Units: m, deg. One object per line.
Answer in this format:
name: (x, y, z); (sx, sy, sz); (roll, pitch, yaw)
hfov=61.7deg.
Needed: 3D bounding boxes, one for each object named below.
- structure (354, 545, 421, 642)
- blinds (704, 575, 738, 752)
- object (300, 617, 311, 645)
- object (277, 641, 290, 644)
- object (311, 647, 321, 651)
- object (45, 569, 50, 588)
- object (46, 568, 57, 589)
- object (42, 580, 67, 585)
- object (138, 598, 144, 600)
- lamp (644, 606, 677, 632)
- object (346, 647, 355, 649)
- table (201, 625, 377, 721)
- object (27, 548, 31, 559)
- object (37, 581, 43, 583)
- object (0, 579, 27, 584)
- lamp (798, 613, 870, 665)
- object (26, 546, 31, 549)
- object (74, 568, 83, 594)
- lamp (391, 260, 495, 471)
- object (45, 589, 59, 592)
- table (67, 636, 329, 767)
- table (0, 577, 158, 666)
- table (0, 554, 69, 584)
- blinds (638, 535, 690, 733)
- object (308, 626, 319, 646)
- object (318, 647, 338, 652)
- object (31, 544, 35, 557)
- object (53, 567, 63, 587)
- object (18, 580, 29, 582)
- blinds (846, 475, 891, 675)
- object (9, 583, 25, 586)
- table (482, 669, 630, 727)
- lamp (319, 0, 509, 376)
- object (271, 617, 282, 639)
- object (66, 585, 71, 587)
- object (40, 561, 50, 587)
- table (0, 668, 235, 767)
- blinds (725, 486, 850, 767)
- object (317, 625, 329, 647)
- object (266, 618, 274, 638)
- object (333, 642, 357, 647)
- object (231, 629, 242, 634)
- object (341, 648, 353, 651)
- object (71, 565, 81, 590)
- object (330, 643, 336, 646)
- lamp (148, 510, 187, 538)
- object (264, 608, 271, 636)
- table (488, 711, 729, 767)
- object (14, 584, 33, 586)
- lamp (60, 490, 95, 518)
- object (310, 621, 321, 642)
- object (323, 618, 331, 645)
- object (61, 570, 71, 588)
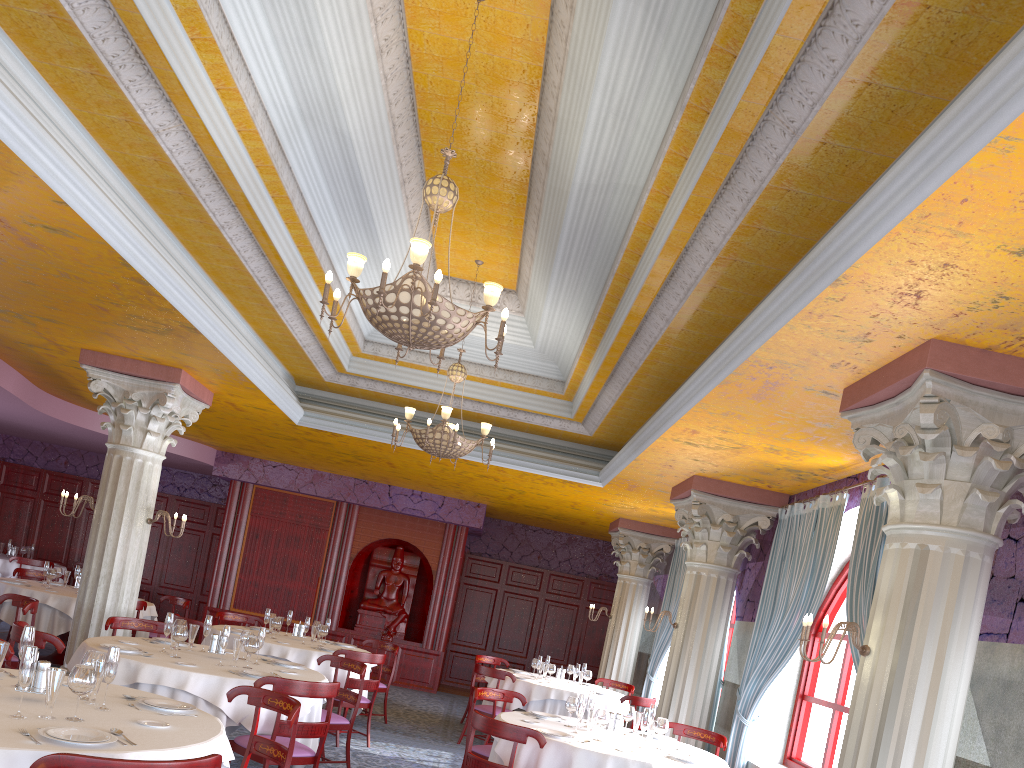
structure: (-2.365, 3.931, 16.230); (0.966, 1.834, 0.645); (11, -1, -1)
blinds: (2.432, 3.486, 11.010); (0.245, 3.492, 1.720); (11, -2, -1)
object: (-2.474, 2.961, 10.274); (0.072, 0.333, 0.076); (11, 0, 35)
object: (-2.660, 3.004, 9.951); (0.159, 0.009, 0.163); (11, -14, -1)
object: (-2.277, 3.084, 9.972); (0.229, 0.013, 0.028); (-3, -18, 43)
object: (-6.010, 2.529, 11.113); (0.087, 0.235, 0.085); (12, -1, -21)
object: (-5.935, 2.507, 11.022); (0.121, 0.262, 0.125); (11, -2, 13)
object: (-6.358, 2.773, 11.905); (0.313, 0.024, 0.322); (11, -14, -1)
object: (-5.295, 2.996, 11.957); (0.313, 0.024, 0.322); (11, -14, -1)
lamp: (1.655, 2.673, 9.657); (0.386, 0.271, 0.344); (14, -9, -13)
object: (-2.070, 3.400, 11.035); (0.027, 0.013, 0.242); (1, -18, 42)
table: (-2.790, 3.645, 10.615); (2.080, 0.942, 2.151); (11, -12, 0)
object: (-9.234, 3.256, 16.371); (0.087, 0.235, 0.085); (12, -1, -21)
object: (-6.472, 2.707, 11.727); (0.057, 0.019, 0.254); (22, -18, -39)
object: (-6.309, 2.502, 10.823); (0.313, 0.024, 0.322); (11, -14, -1)
lamp: (1.844, 1.485, 4.932); (0.386, 0.271, 0.344); (14, -9, -13)
object: (-9.304, 3.252, 16.462); (0.120, 0.262, 0.126); (10, -3, 35)
object: (-5.582, 2.549, 11.056); (0.072, 0.333, 0.076); (11, 0, 35)
lamp: (-0.544, -0.247, 8.901); (0.938, 2.160, 0.989); (9, -3, 44)
object: (-5.769, 2.593, 10.733); (0.163, 0.009, 0.158); (20, -16, -30)
table: (-2.658, 2.812, 7.300); (2.080, 0.942, 2.151); (11, -12, 0)
table: (-5.899, 3.234, 11.398); (2.080, 0.942, 2.151); (11, -12, 0)
table: (-9.578, 3.728, 16.104); (2.080, 0.942, 2.151); (11, -12, 0)
blinds: (2.352, 3.991, 13.017); (0.244, 3.492, 1.724); (11, -2, 2)
object: (-2.403, 3.050, 10.375); (0.084, 0.235, 0.088); (11, -1, 24)
object: (-2.138, 3.136, 10.092); (0.313, 0.024, 0.322); (11, -14, -1)
object: (-9.126, 3.206, 16.290); (0.075, 0.333, 0.073); (11, 0, -10)
object: (-6.139, 2.602, 11.547); (0.121, 0.262, 0.125); (11, -2, 13)
object: (-6.488, 2.610, 11.345); (0.156, 0.009, 0.165); (6, -15, 18)
blinds: (2.620, 2.306, 6.315); (0.245, 3.492, 1.720); (11, -2, -1)
object: (-6.166, 2.517, 10.731); (0.022, 0.003, 0.264); (-1, -19, 41)
table: (0.565, 4.691, 12.091); (2.080, 0.942, 2.151); (11, -12, 0)
lamp: (-0.387, -1.236, 4.967); (0.938, 2.160, 0.989); (9, -3, 44)
object: (-2.826, 2.918, 10.239); (0.123, 0.262, 0.122); (12, -2, -10)
object: (-6.222, 2.837, 12.026); (0.229, 0.013, 0.028); (-3, -18, 43)
object: (-6.099, 2.483, 11.194); (0.072, 0.333, 0.076); (11, 0, 35)
table: (-2.535, 2.043, 4.242); (2.080, 0.942, 2.151); (11, -12, 0)
blinds: (2.540, 2.810, 8.322); (0.244, 3.492, 1.724); (11, -2, 2)
object: (-2.311, 3.074, 10.448); (0.123, 0.262, 0.122); (12, -2, -10)
object: (-2.901, 2.940, 10.331); (0.087, 0.235, 0.085); (12, -1, -21)
object: (-2.187, 3.407, 11.175); (0.320, 0.024, 0.316); (17, -15, -20)
object: (-3.201, 2.913, 10.040); (0.313, 0.024, 0.322); (11, -14, -1)
object: (-2.059, 3.314, 10.685); (0.159, 0.009, 0.163); (11, -14, -1)
object: (-5.963, 2.646, 11.720); (0.072, 0.333, 0.076); (11, 0, 35)
object: (-2.296, 3.349, 11.005); (0.137, 0.010, 0.031); (-4, -19, 45)
lamp: (-3.780, 1.523, 9.364); (0.386, 0.271, 0.344); (14, -9, -13)
object: (-2.990, 2.894, 10.411); (0.072, 0.333, 0.076); (11, 0, 35)
table: (0.756, 3.489, 7.310); (2.080, 0.942, 2.151); (11, -12, 0)
object: (-6.135, 2.508, 10.707); (0.054, 0.019, 0.267); (-2, -19, 46)
lamp: (-4.719, 1.342, 9.381); (0.386, 0.271, 0.344); (14, -9, -13)
object: (-2.515, 3.170, 10.973); (0.123, 0.262, 0.122); (12, -2, -10)
object: (-2.338, 3.124, 10.801); (0.072, 0.333, 0.076); (11, 0, 35)
object: (-6.052, 2.652, 11.620); (0.087, 0.235, 0.085); (12, -1, -21)
